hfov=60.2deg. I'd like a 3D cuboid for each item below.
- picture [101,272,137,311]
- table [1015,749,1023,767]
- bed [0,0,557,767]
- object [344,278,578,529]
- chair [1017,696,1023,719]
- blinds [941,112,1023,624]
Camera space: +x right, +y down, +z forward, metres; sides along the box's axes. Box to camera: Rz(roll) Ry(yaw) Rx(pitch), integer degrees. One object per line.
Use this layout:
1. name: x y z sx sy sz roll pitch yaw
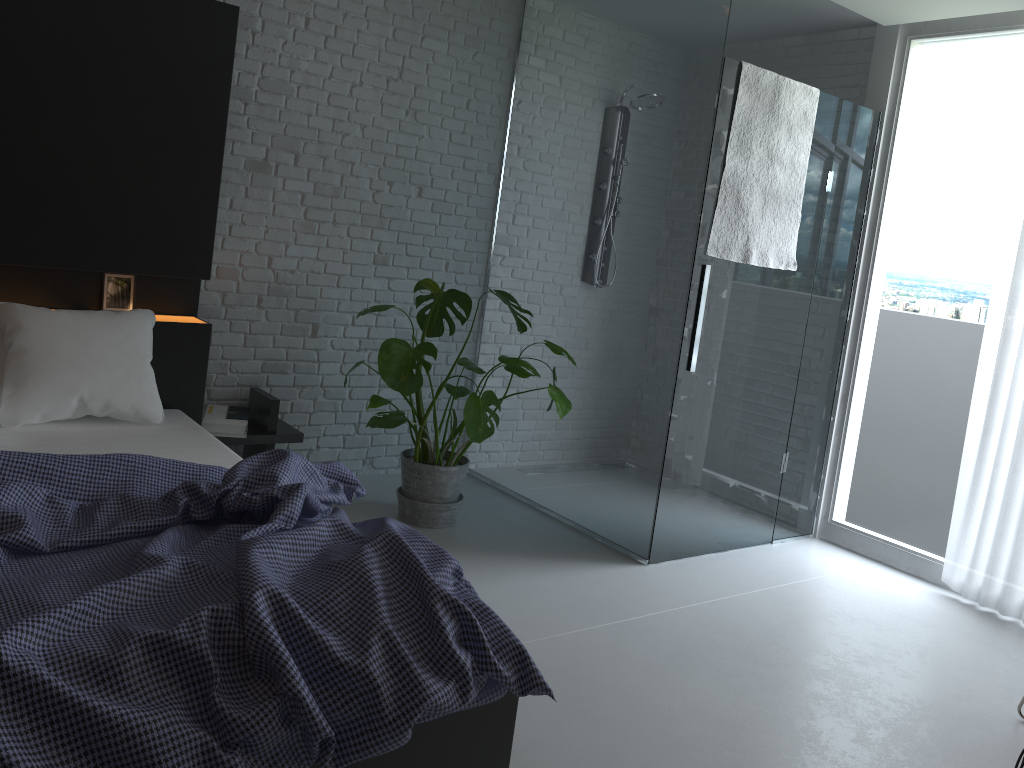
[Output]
1. picture: -1.563 -0.363 3.513 0.124 0.156 0.036 3 7 -39
2. table: 1.199 0.946 1.701 0.454 0.432 0.451 12 8 29
3. bed: -1.216 -0.279 2.225 2.550 2.029 2.638 2 9 -38
4. object: -0.218 0.095 3.817 0.986 1.042 0.861 5 7 -20
5. chair: 1.923 0.803 2.372 0.814 0.686 0.796 8 7 5
6. blinds: 2.591 -0.240 3.012 0.136 2.680 1.873 4 7 -38
